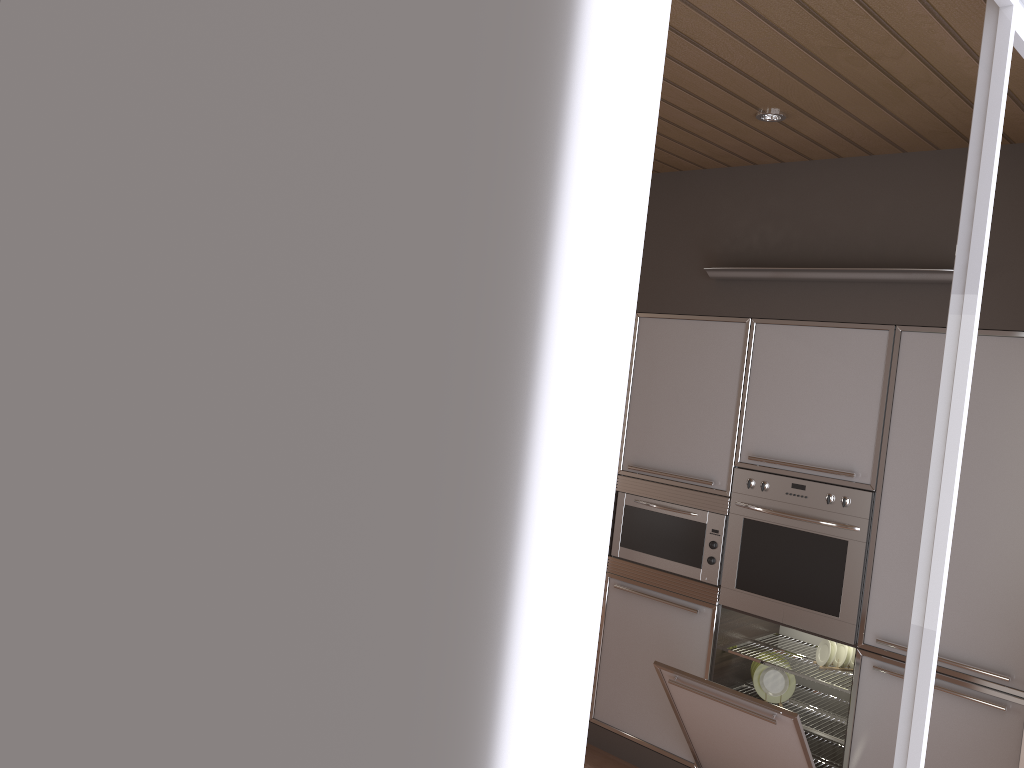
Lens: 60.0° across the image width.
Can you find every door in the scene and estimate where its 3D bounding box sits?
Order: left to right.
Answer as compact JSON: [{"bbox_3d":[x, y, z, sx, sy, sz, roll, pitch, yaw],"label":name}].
[{"bbox_3d":[0.769,0.443,1.637,0.101,2.700,2.300,8,2,44],"label":"door"}]

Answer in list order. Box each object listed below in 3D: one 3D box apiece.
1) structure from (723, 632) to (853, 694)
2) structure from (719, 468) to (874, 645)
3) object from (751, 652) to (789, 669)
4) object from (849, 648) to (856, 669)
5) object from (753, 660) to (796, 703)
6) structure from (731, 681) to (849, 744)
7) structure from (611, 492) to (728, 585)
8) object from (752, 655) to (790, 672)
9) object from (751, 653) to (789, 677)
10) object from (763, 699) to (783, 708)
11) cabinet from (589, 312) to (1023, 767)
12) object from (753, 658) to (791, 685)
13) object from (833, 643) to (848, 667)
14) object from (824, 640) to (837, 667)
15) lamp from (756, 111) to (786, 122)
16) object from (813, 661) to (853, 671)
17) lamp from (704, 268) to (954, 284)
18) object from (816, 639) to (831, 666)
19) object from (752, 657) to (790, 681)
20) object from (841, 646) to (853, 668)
[{"bbox_3d":[1.282,1.186,3.799,0.583,0.012,0.479,8,2,44],"label":"structure"},{"bbox_3d":[1.110,0.671,3.548,0.582,0.583,0.066,8,2,44],"label":"structure"},{"bbox_3d":[1.144,1.273,3.915,0.177,0.173,0.042,7,1,9],"label":"object"},{"bbox_3d":[1.451,1.144,3.737,0.032,0.112,0.115,6,1,-6],"label":"object"},{"bbox_3d":[1.123,1.273,3.795,0.177,0.173,0.042,7,1,9],"label":"object"},{"bbox_3d":[1.260,1.384,3.804,0.583,0.012,0.479,8,2,44],"label":"structure"},{"bbox_3d":[0.684,0.683,3.970,0.569,0.301,0.049,8,2,44],"label":"structure"},{"bbox_3d":[1.136,1.273,3.867,0.177,0.173,0.042,7,1,9],"label":"object"},{"bbox_3d":[1.140,1.273,3.891,0.177,0.173,0.042,7,1,9],"label":"object"},{"bbox_3d":[1.123,1.360,3.841,0.073,0.009,0.190,7,1,10],"label":"object"},{"bbox_3d":[1.169,0.722,3.617,1.796,1.948,1.047,8,2,44],"label":"cabinet"},{"bbox_3d":[1.127,1.273,3.819,0.177,0.173,0.042,7,1,9],"label":"object"},{"bbox_3d":[1.380,1.136,3.731,0.032,0.112,0.115,6,1,-6],"label":"object"},{"bbox_3d":[1.333,1.131,3.727,0.032,0.112,0.115,6,1,-6],"label":"object"},{"bbox_3d":[0.901,-0.951,3.075,0.102,0.055,0.102,7,1,27],"label":"lamp"},{"bbox_3d":[1.375,1.191,3.732,0.190,0.009,0.073,6,1,-5],"label":"object"},{"bbox_3d":[1.211,-0.427,3.473,1.020,0.033,0.139,8,2,44],"label":"lamp"},{"bbox_3d":[1.309,1.128,3.725,0.032,0.112,0.115,6,1,-6],"label":"object"},{"bbox_3d":[1.131,1.273,3.843,0.177,0.173,0.042,7,1,9],"label":"object"},{"bbox_3d":[1.404,1.139,3.733,0.032,0.112,0.115,6,1,-6],"label":"object"}]
